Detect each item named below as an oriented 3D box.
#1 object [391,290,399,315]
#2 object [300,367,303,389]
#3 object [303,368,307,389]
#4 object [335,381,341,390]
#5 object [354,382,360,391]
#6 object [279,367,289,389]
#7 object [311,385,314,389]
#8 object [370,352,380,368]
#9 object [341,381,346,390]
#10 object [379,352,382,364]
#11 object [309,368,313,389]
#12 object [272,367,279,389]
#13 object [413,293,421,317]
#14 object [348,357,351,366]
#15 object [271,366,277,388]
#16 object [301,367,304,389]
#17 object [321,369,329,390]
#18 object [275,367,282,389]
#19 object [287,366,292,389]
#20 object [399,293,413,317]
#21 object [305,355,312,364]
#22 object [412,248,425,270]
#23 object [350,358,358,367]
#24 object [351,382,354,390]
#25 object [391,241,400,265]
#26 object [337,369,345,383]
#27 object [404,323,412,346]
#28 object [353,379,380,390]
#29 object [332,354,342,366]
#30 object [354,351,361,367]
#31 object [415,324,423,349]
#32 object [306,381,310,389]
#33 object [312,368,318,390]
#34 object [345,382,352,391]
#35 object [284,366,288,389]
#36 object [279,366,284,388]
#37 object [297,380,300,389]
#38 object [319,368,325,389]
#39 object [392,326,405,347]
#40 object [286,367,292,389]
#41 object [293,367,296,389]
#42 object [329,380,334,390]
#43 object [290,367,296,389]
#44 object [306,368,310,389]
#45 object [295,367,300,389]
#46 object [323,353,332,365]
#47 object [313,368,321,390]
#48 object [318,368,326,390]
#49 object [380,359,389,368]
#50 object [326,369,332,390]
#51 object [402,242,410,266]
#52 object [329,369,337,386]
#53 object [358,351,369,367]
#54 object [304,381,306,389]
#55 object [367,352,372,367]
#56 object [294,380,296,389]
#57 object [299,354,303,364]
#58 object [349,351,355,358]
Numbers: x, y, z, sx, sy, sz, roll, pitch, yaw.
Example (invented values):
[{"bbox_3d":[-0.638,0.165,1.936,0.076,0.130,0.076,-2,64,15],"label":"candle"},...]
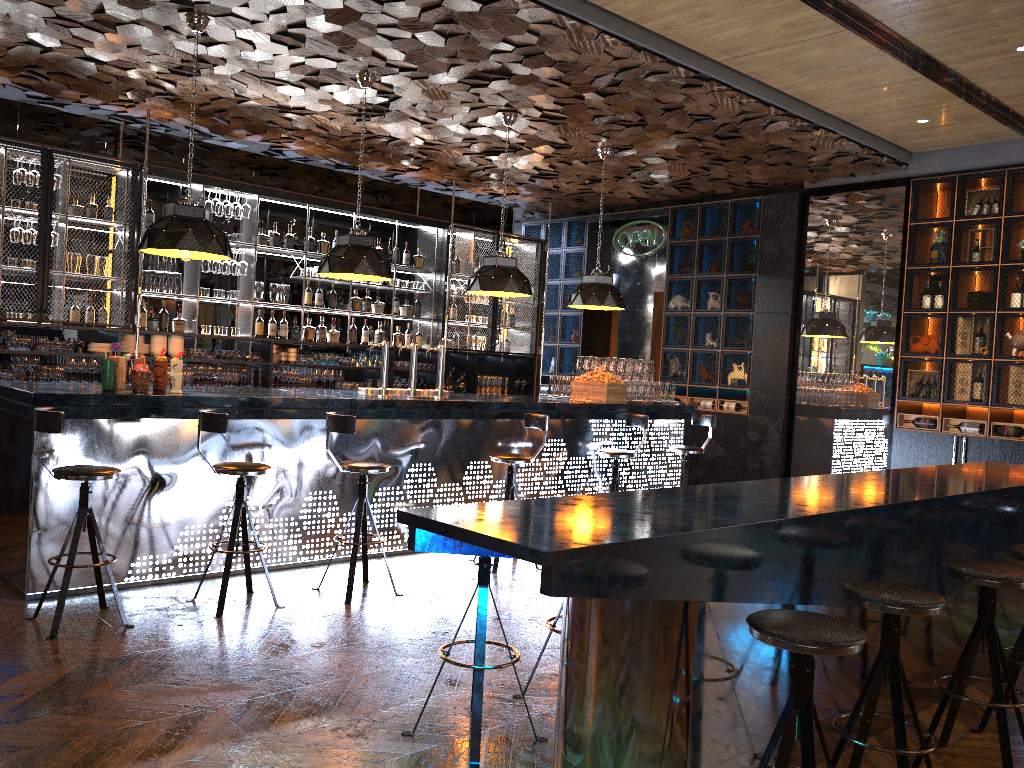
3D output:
[{"bbox_3d":[-1.347,-0.935,10.260,0.086,0.298,0.086,4,1,7],"label":"object"},{"bbox_3d":[-2.221,-0.058,9.346,0.049,0.231,0.049,2,2,-34],"label":"object"},{"bbox_3d":[-2.177,-0.054,9.296,0.049,0.231,0.049,3,2,-31],"label":"object"},{"bbox_3d":[-1.929,0.015,9.831,0.067,0.100,0.067,5,2,40],"label":"object"},{"bbox_3d":[-1.704,0.031,9.731,0.067,0.099,0.067,4,1,20],"label":"object"},{"bbox_3d":[-2.361,-0.060,9.162,0.108,0.227,0.108,4,1,18],"label":"object"},{"bbox_3d":[-2.155,-0.060,9.655,0.091,0.229,0.091,4,1,10],"label":"object"},{"bbox_3d":[-1.513,-0.268,9.819,0.101,0.172,0.115,4,2,32],"label":"object"},{"bbox_3d":[-1.847,0.021,9.755,0.067,0.100,0.067,5,2,40],"label":"object"},{"bbox_3d":[-1.494,-0.271,10.006,0.101,0.172,0.115,4,2,32],"label":"object"},{"bbox_3d":[-2.121,-0.052,9.347,0.049,0.231,0.049,5,2,43],"label":"object"},{"bbox_3d":[-2.446,-0.063,9.084,0.108,0.227,0.108,5,2,39],"label":"object"},{"bbox_3d":[-1.114,-0.927,10.466,0.086,0.299,0.086,4,1,7],"label":"object"},{"bbox_3d":[-1.800,-0.246,9.750,0.098,0.097,0.098,3,1,-17],"label":"object"},{"bbox_3d":[-2.520,-0.073,9.342,0.108,0.227,0.108,3,1,-6],"label":"object"},{"bbox_3d":[-2.251,-0.063,9.484,0.049,0.231,0.049,2,2,-40],"label":"object"},{"bbox_3d":[-2.001,-0.047,9.490,0.091,0.229,0.091,4,1,5],"label":"object"},{"bbox_3d":[-2.439,-0.066,9.252,0.108,0.227,0.108,4,1,12],"label":"object"},{"bbox_3d":[-2.356,-0.068,9.407,0.058,0.234,0.058,4,2,25],"label":"object"},{"bbox_3d":[-1.229,-0.920,10.339,0.123,0.279,0.123,4,2,37],"label":"object"},{"bbox_3d":[-2.133,-0.255,9.293,0.058,0.099,0.067,3,1,3],"label":"object"},{"bbox_3d":[-1.097,-1.470,10.433,0.151,0.248,0.094,3,1,-14],"label":"object"},{"bbox_3d":[-1.726,-0.239,9.672,0.098,0.097,0.098,3,1,-8],"label":"object"},{"bbox_3d":[-1.787,0.024,9.824,0.067,0.099,0.067,4,1,20],"label":"object"},{"bbox_3d":[-1.338,-1.506,10.218,0.086,0.299,0.086,4,1,7],"label":"object"},{"bbox_3d":[-1.860,-0.041,9.614,0.091,0.229,0.091,4,1,20],"label":"object"},{"bbox_3d":[-1.218,-0.566,10.414,0.086,0.298,0.086,4,1,7],"label":"object"},{"bbox_3d":[-1.625,0.011,9.953,0.356,0.134,0.206,2,2,-35],"label":"object"},{"bbox_3d":[-1.894,-0.261,9.560,0.108,0.126,0.108,3,1,-8],"label":"object"},{"bbox_3d":[-1.709,-0.280,9.816,0.115,0.172,0.101,3,2,-33],"label":"object"},{"bbox_3d":[-1.101,-0.561,10.501,0.080,0.299,0.080,2,2,-40],"label":"object"},{"bbox_3d":[-2.223,-0.062,9.593,0.091,0.229,0.091,3,1,-7],"label":"object"},{"bbox_3d":[-2.121,-0.055,9.533,0.091,0.229,0.091,3,1,-21],"label":"object"},{"bbox_3d":[-1.783,0.027,9.663,0.067,0.100,0.067,5,2,40],"label":"object"},{"bbox_3d":[-2.382,-0.068,9.335,0.058,0.234,0.058,4,1,23],"label":"object"},{"bbox_3d":[-2.438,-0.073,9.398,0.058,0.234,0.058,2,2,-40],"label":"object"},{"bbox_3d":[-2.257,-0.061,9.396,0.049,0.231,0.049,3,1,-6],"label":"object"},{"bbox_3d":[-2.082,-0.057,9.720,0.091,0.229,0.091,4,1,16],"label":"object"},{"bbox_3d":[-1.324,-0.544,10.300,0.151,0.248,0.094,2,2,-33],"label":"object"},{"bbox_3d":[-2.333,-0.064,9.282,0.058,0.234,0.058,3,1,-19],"label":"object"},{"bbox_3d":[-2.298,-0.063,9.339,0.058,0.234,0.058,3,1,-9],"label":"object"},{"bbox_3d":[-2.010,-0.054,9.790,0.091,0.229,0.091,2,2,-45],"label":"object"},{"bbox_3d":[-2.277,-0.059,9.217,0.058,0.234,0.058,3,1,1],"label":"object"},{"bbox_3d":[-2.163,-0.055,9.396,0.049,0.231,0.049,2,2,-38],"label":"object"},{"bbox_3d":[-2.241,-0.058,9.263,0.058,0.234,0.058,2,2,-39],"label":"object"},{"bbox_3d":[-1.975,-0.264,9.484,0.100,0.125,0.100,3,1,-3],"label":"object"},{"bbox_3d":[-2.073,-0.049,9.417,0.091,0.229,0.091,4,2,34],"label":"object"},{"bbox_3d":[-2.050,-0.052,9.598,0.091,0.229,0.091,3,1,-10],"label":"object"},{"bbox_3d":[-1.420,-0.265,9.915,0.101,0.172,0.115,3,1,-13],"label":"object"},{"bbox_3d":[-1.978,-0.049,9.660,0.091,0.229,0.091,5,2,41],"label":"object"},{"bbox_3d":[-1.235,-1.503,10.349,0.086,0.298,0.086,4,1,7],"label":"object"},{"bbox_3d":[-1.932,-0.044,9.551,0.091,0.229,0.091,3,1,-15],"label":"object"},{"bbox_3d":[-1.625,-0.272,9.731,0.115,0.172,0.101,3,1,-13],"label":"object"},{"bbox_3d":[-2.203,-0.059,9.448,0.049,0.231,0.049,2,2,-34],"label":"object"},{"bbox_3d":[-1.602,-0.275,9.911,0.101,0.172,0.115,3,1,-13],"label":"object"},{"bbox_3d":[-2.304,-0.065,9.441,0.049,0.231,0.049,4,2,37],"label":"object"},{"bbox_3d":[-2.229,-0.264,9.428,0.058,0.099,0.067,2,2,-39],"label":"object"},{"bbox_3d":[-1.786,-0.286,9.911,0.101,0.172,0.115,4,2,32],"label":"object"}]
